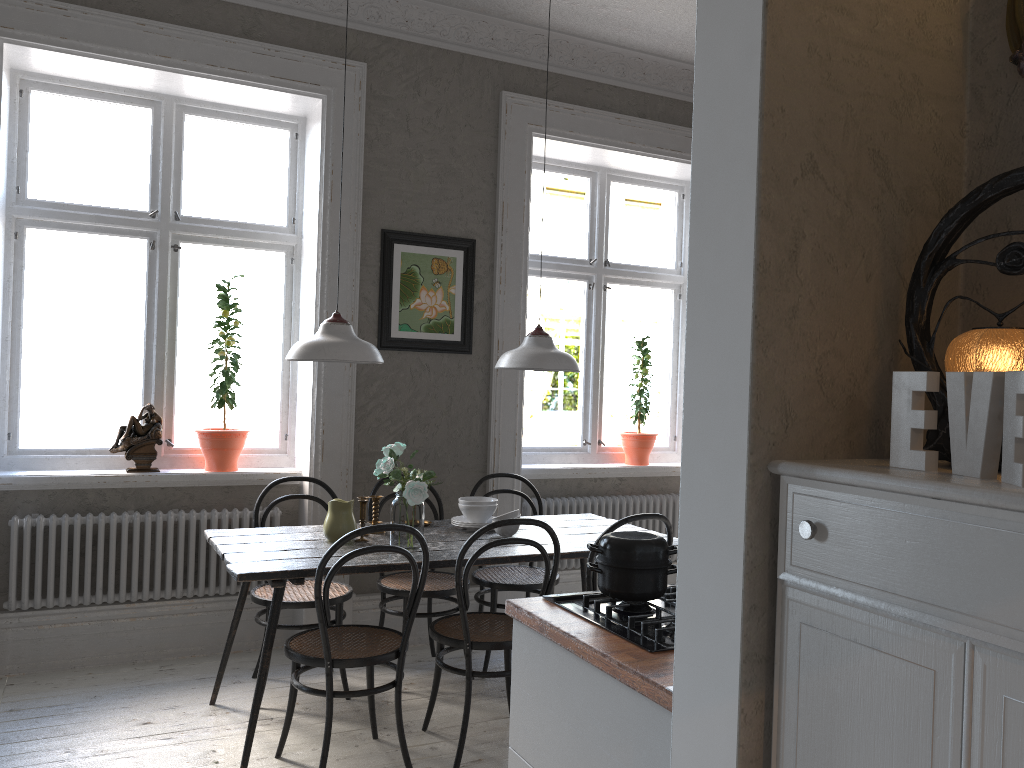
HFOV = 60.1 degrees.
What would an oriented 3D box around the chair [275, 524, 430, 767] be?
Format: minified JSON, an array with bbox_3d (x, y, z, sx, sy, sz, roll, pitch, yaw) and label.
[{"bbox_3d":[-0.566,0.917,3.139,0.446,0.920,0.539,2,0,-29],"label":"chair"}]

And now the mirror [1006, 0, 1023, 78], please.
[{"bbox_3d":[0.926,-0.657,1.236,0.072,0.593,0.523,2,0,-25],"label":"mirror"}]

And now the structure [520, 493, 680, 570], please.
[{"bbox_3d":[0.599,0.891,5.384,1.245,0.428,0.146,2,0,-29],"label":"structure"}]

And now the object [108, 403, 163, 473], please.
[{"bbox_3d":[-1.807,0.257,4.259,0.241,0.329,0.118,2,0,-25],"label":"object"}]

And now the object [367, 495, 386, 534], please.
[{"bbox_3d":[-0.590,0.556,3.829,0.098,0.172,0.094,2,0,-45],"label":"object"}]

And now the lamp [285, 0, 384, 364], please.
[{"bbox_3d":[-0.667,-1.012,3.504,0.376,1.858,0.382,2,0,11],"label":"lamp"}]

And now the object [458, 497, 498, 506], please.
[{"bbox_3d":[-0.154,0.569,4.018,0.183,0.094,0.176,2,0,-35],"label":"object"}]

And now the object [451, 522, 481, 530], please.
[{"bbox_3d":[-0.157,0.643,4.018,0.239,0.027,0.236,2,0,-8],"label":"object"}]

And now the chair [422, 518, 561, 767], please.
[{"bbox_3d":[-0.083,0.933,3.389,0.444,0.920,0.542,2,0,-18],"label":"chair"}]

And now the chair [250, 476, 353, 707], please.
[{"bbox_3d":[-0.944,0.902,3.974,0.444,0.920,0.542,2,0,-18],"label":"chair"}]

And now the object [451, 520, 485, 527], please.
[{"bbox_3d":[-0.156,0.633,4.018,0.233,0.027,0.242,2,0,32],"label":"object"}]

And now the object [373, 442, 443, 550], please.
[{"bbox_3d":[-0.419,0.440,3.508,0.256,0.414,0.306,2,0,-28],"label":"object"}]

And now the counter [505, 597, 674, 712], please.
[{"bbox_3d":[1.179,0.593,3.706,3.449,0.039,3.107,2,0,-26],"label":"counter"}]

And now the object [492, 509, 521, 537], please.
[{"bbox_3d":[-0.025,0.601,3.845,0.128,0.119,0.123,2,0,-10],"label":"object"}]

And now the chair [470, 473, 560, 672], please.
[{"bbox_3d":[0.007,0.933,4.441,0.442,0.920,0.543,2,0,-13],"label":"chair"}]

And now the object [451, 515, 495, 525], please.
[{"bbox_3d":[-0.156,0.625,4.018,0.238,0.027,0.237,2,0,-3],"label":"object"}]

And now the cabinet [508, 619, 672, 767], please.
[{"bbox_3d":[1.489,1.015,3.373,1.960,0.854,4.253,2,0,21],"label":"cabinet"}]

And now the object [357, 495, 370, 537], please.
[{"bbox_3d":[-0.630,0.554,3.742,0.062,0.172,0.062,2,0,-5],"label":"object"}]

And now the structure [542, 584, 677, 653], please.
[{"bbox_3d":[0.453,0.538,2.161,0.616,0.031,0.487,2,0,-26],"label":"structure"}]

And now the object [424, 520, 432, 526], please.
[{"bbox_3d":[-0.435,0.590,4.070,0.142,0.112,0.136,2,0,-44],"label":"object"}]

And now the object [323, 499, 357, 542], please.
[{"bbox_3d":[-0.708,0.553,3.627,0.147,0.170,0.138,2,0,25],"label":"object"}]

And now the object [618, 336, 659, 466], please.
[{"bbox_3d":[0.804,0.102,5.594,0.260,0.813,0.260,2,0,1],"label":"object"}]

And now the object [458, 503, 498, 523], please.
[{"bbox_3d":[-0.155,0.589,4.018,0.183,0.094,0.176,2,0,-35],"label":"object"}]

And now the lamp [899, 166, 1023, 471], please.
[{"bbox_3d":[0.742,-0.034,1.273,0.174,0.558,0.444,2,0,-18],"label":"lamp"}]

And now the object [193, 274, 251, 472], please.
[{"bbox_3d":[-1.442,-0.061,4.441,0.267,0.991,0.272,2,0,13],"label":"object"}]

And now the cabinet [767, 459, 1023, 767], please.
[{"bbox_3d":[0.667,0.774,1.143,0.390,1.297,0.655,2,0,-26],"label":"cabinet"}]

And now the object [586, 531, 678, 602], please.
[{"bbox_3d":[0.295,0.443,2.163,0.186,0.147,0.197,2,0,43],"label":"object"}]

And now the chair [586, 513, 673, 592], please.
[{"bbox_3d":[0.363,0.948,3.595,0.446,0.920,0.539,2,0,-29],"label":"chair"}]

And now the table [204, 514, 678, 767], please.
[{"bbox_3d":[-0.261,1.019,3.793,1.953,0.735,0.889,2,0,-27],"label":"table"}]

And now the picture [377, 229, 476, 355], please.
[{"bbox_3d":[-0.441,-0.475,4.643,0.530,0.619,0.019,2,0,-27],"label":"picture"}]

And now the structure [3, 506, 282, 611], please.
[{"bbox_3d":[-1.700,0.815,4.217,1.245,0.428,0.146,2,0,-29],"label":"structure"}]

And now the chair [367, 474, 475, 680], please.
[{"bbox_3d":[-0.442,0.918,4.233,0.446,0.920,0.539,2,0,-29],"label":"chair"}]

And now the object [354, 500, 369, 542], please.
[{"bbox_3d":[-0.610,0.558,3.616,0.060,0.167,0.059,2,0,-13],"label":"object"}]

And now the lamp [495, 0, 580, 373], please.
[{"bbox_3d":[0.144,-0.985,3.915,0.384,1.858,0.374,2,0,-19],"label":"lamp"}]
